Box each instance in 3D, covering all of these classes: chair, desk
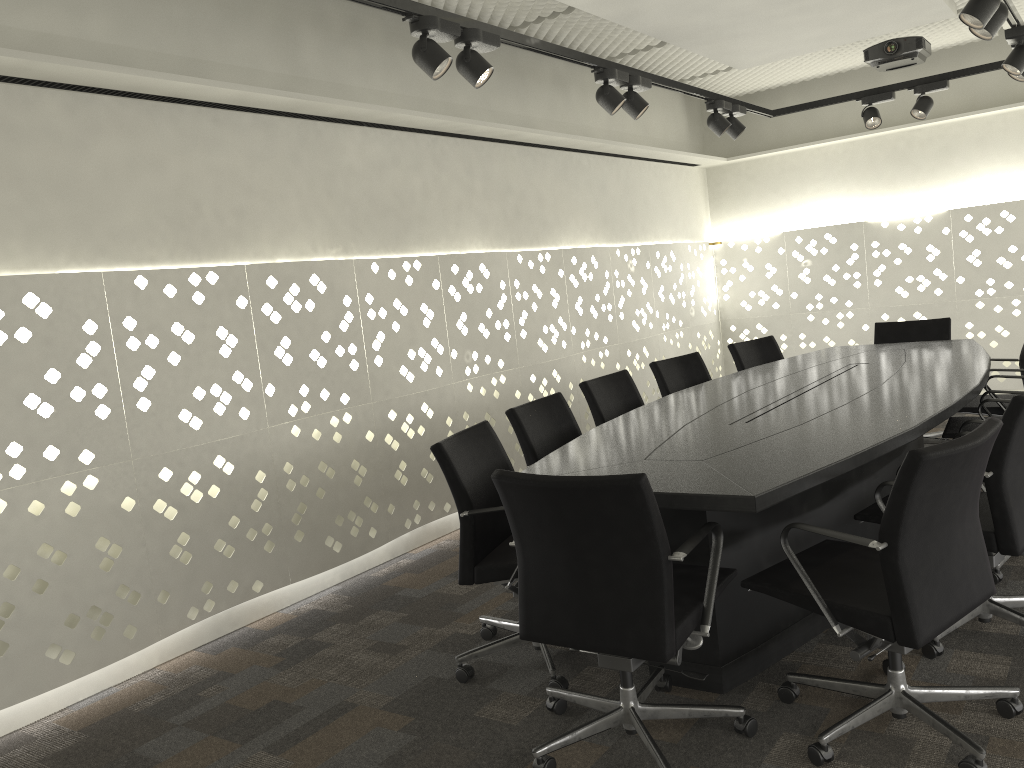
[{"bbox_3d":[0.644,0.324,4.021,0.579,0.757,0.559,-2,8,40],"label":"chair"},{"bbox_3d":[0.270,0.547,2.279,0.559,0.757,0.579,-2,8,40],"label":"chair"},{"bbox_3d":[0.903,0.484,2.187,0.559,0.757,0.579,-11,7,-35],"label":"chair"},{"bbox_3d":[1.568,0.115,5.016,0.559,0.757,0.579,-11,7,-35],"label":"chair"},{"bbox_3d":[1.044,0.227,4.509,0.559,0.757,0.579,-11,8,-40],"label":"chair"},{"bbox_3d":[1.379,0.378,2.679,0.559,0.757,0.579,-11,8,-40],"label":"chair"},{"bbox_3d":[1.792,0.276,3.204,0.579,0.757,0.559,-2,8,40],"label":"chair"},{"bbox_3d":[2.432,0.081,4.380,0.579,0.757,0.559,-4,6,25],"label":"chair"},{"bbox_3d":[2.142,0.178,3.767,0.579,0.757,0.559,-2,7,35],"label":"chair"},{"bbox_3d":[0.316,0.424,3.417,0.579,0.757,0.559,-2,7,35],"label":"chair"},{"bbox_3d":[2.283,0.028,5.062,0.559,0.757,0.579,-2,8,40],"label":"chair"},{"bbox_3d":[1.254,0.344,3.641,1.223,0.658,3.364,-2,7,35],"label":"desk"},{"bbox_3d":[0.075,0.509,2.858,0.579,0.757,0.559,-4,6,25],"label":"chair"}]

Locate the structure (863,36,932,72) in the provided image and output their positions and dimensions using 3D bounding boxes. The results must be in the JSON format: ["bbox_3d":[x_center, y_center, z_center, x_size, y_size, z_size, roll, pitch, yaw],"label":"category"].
[{"bbox_3d":[2.300,-1.968,5.287,0.327,0.144,0.371,-2,7,35],"label":"structure"}]

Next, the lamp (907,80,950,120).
[{"bbox_3d":[2.327,-1.594,4.947,0.214,0.224,0.118,-4,6,24],"label":"lamp"}]

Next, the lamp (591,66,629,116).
[{"bbox_3d":[0.429,-1.255,3.775,0.126,0.224,0.213,-2,7,38],"label":"lamp"}]

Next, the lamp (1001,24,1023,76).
[{"bbox_3d":[2.220,-1.474,3.906,0.126,0.224,0.213,-2,7,38],"label":"lamp"}]

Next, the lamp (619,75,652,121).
[{"bbox_3d":[0.556,-1.288,3.955,0.126,0.224,0.213,-2,7,38],"label":"lamp"}]

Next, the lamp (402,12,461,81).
[{"bbox_3d":[-0.244,-1.079,2.820,0.126,0.224,0.213,-2,7,38],"label":"lamp"}]

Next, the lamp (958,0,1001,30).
[{"bbox_3d":[1.548,-1.298,2.951,0.126,0.224,0.213,-2,7,38],"label":"lamp"}]

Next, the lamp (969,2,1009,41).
[{"bbox_3d":[1.675,-1.331,3.132,0.126,0.224,0.213,-2,7,38],"label":"lamp"}]

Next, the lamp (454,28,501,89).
[{"bbox_3d":[-0.116,-1.112,3.000,0.126,0.224,0.213,-2,7,38],"label":"lamp"}]

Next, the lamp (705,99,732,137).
[{"bbox_3d":[1.116,-1.435,4.751,0.126,0.224,0.213,-2,7,38],"label":"lamp"}]

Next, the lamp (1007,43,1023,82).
[{"bbox_3d":[2.348,-1.507,4.087,0.126,0.224,0.213,-2,7,38],"label":"lamp"}]

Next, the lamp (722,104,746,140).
[{"bbox_3d":[1.243,-1.468,4.932,0.126,0.224,0.213,-2,7,38],"label":"lamp"}]

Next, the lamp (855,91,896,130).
[{"bbox_3d":[2.090,-1.583,5.104,0.213,0.224,0.126,-2,7,38],"label":"lamp"}]
